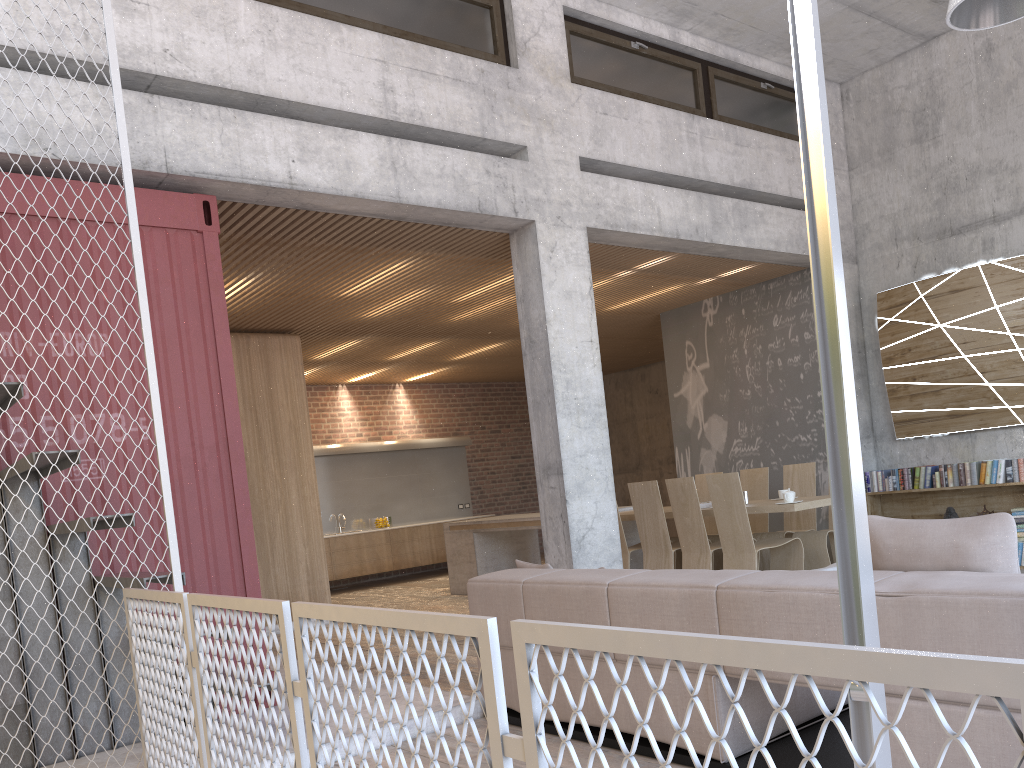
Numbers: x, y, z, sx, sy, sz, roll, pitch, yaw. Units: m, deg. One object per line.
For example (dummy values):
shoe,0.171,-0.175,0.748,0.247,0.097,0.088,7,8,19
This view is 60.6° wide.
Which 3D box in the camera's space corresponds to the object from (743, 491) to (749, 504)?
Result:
object,2.114,1.028,7.943,0.052,0.112,0.052,-6,0,7

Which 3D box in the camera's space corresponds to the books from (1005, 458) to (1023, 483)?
books,4.675,0.799,8.100,0.153,0.221,0.157,-6,-1,-38

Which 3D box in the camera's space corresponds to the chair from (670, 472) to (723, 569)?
chair,1.927,1.553,9.203,0.716,1.194,0.351,-6,0,-44

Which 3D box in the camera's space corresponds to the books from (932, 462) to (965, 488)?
books,4.310,0.896,8.618,0.208,0.220,0.281,-4,-4,-40

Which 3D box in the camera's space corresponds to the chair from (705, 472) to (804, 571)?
chair,2.074,1.319,7.398,0.716,1.194,0.351,-6,1,-34

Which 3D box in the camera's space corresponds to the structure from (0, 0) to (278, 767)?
structure,-1.993,-0.319,2.603,3.014,4.311,3.720,-5,-2,-38

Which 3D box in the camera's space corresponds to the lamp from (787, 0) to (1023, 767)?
lamp,1.392,-0.268,2.965,0.761,3.423,2.610,-5,0,40

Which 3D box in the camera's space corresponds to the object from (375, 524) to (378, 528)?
object,-2.111,2.224,13.736,0.060,0.057,0.052,-6,-2,-1

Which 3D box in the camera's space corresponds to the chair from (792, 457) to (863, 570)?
chair,2.923,1.304,8.056,0.716,1.194,0.351,-6,1,-38

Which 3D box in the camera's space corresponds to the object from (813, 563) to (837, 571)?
object,2.424,1.408,5.797,1.589,0.502,1.055,-4,-6,-19

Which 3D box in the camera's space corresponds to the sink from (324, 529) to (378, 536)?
sink,-2.475,2.363,13.428,0.725,0.191,0.529,-1,-8,-38

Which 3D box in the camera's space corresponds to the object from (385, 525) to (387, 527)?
object,-1.992,2.222,13.754,0.051,0.055,0.061,-8,-4,43

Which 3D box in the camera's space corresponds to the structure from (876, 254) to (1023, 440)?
structure,4.875,-0.454,7.702,0.356,1.530,3.453,-7,-4,-38

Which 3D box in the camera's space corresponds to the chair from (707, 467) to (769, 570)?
chair,2.282,1.470,8.839,0.716,1.194,0.351,-6,1,-38

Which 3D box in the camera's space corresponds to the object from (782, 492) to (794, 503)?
object,2.295,0.944,7.264,0.093,0.088,0.117,-7,-4,6

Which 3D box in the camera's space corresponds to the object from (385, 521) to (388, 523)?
object,-1.965,2.165,13.742,0.053,0.054,0.061,-9,-4,43

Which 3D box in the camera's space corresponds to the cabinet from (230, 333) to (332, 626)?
cabinet,-3.870,1.305,10.731,1.505,3.124,3.797,-6,-3,-38

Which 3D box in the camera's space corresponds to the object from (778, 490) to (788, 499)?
object,2.516,1.026,8.122,0.093,0.088,0.117,-7,-4,16

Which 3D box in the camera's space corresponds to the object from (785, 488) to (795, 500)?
object,2.481,0.989,7.844,0.090,0.111,0.122,-8,-3,43

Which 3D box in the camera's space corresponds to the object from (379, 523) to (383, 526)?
object,-2.041,2.184,13.645,0.060,0.054,0.053,-5,-3,-26

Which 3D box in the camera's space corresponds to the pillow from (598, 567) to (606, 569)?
pillow,0.441,1.135,4.642,0.185,0.358,0.374,-6,-2,-38

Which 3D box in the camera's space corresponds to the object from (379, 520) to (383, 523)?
object,-2.047,2.141,13.670,0.061,0.052,0.053,-7,-3,10

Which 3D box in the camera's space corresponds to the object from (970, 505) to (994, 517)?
object,4.576,1.442,8.454,0.345,0.569,0.195,-6,1,12

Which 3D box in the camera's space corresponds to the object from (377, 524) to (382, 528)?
object,-2.065,2.220,13.695,0.064,0.063,0.073,-7,-3,17

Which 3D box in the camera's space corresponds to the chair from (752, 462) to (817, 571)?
chair,2.654,1.386,8.487,0.716,1.194,0.351,-6,0,-42

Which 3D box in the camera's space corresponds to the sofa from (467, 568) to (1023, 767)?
sofa,1.869,1.188,4.577,2.993,0.783,3.033,-2,-8,-38

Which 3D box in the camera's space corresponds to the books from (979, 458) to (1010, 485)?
books,4.554,0.824,8.258,0.188,0.228,0.252,-5,-3,-38

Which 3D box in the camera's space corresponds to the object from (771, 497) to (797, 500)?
object,2.522,1.063,8.114,0.184,0.014,0.187,-2,-8,-35

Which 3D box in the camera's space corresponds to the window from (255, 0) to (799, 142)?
window,-0.111,-2.654,6.614,8.386,0.608,0.114,-1,-2,-38

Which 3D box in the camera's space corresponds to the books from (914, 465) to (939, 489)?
books,4.167,0.935,8.819,0.188,0.228,0.201,-5,-2,-38

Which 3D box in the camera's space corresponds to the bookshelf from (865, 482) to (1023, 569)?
bookshelf,5.492,1.110,7.222,0.301,0.800,5.386,-7,-5,-38

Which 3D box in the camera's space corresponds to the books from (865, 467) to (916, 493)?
books,3.940,0.995,9.093,0.213,0.220,0.495,-4,-5,-38

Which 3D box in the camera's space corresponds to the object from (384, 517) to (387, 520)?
object,-1.980,2.120,13.759,0.050,0.060,0.059,-6,-3,-3

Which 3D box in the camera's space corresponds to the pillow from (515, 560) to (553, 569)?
pillow,0.182,1.164,4.940,0.186,0.366,0.366,-6,-2,-33

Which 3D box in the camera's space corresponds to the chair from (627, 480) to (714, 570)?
chair,1.520,1.483,8.248,0.716,1.194,0.351,-6,0,-41

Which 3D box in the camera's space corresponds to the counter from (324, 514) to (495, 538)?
counter,-2.082,2.284,13.778,4.053,0.020,0.661,-1,-9,-38

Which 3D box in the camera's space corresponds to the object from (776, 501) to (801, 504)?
object,2.300,0.987,7.279,0.187,0.014,0.184,-12,-9,38

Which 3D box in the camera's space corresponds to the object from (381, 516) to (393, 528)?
object,-2.010,2.211,14.020,0.189,0.170,0.192,-5,-3,-27

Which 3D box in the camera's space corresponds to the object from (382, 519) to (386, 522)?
object,-1.996,2.127,13.694,0.052,0.053,0.063,-7,-3,10

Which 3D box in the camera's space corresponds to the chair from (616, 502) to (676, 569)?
chair,1.217,1.566,8.654,0.716,1.194,0.351,-6,1,-33

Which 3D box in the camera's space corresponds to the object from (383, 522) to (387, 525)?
object,-1.990,2.177,13.690,0.061,0.055,0.051,-5,-3,-24

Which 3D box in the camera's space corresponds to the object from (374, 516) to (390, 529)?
object,-2.038,2.165,13.738,0.188,0.174,0.209,-4,-4,-38

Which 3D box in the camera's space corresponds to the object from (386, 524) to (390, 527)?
object,-1.940,2.211,13.726,0.053,0.052,0.062,-8,-4,36

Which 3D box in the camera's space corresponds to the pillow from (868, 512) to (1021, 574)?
pillow,1.571,0.736,3.179,0.219,0.556,0.569,-7,-2,-36

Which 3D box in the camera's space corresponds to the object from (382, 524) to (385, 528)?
object,-2.011,2.213,13.676,0.051,0.053,0.064,-7,-3,5

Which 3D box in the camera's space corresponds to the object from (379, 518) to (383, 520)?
object,-2.053,2.123,13.737,0.051,0.053,0.063,-6,-3,-2

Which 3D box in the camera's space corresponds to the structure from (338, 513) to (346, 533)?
structure,-2.598,2.238,13.609,0.114,0.476,0.250,-7,0,-38

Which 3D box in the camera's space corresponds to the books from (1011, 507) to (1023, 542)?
books,4.738,1.311,8.187,0.217,0.323,0.254,-6,-2,-36

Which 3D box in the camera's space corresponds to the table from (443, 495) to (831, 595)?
table,1.141,1.809,9.455,1.005,0.919,5.250,-4,-7,-38

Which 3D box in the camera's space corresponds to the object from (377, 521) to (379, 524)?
object,-2.085,2.172,13.706,0.062,0.053,0.052,-4,-3,-31

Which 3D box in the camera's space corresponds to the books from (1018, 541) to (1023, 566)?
books,4.757,1.573,8.163,0.188,0.228,0.201,-5,-2,-38

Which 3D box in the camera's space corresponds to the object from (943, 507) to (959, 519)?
object,4.301,1.315,8.592,0.134,0.229,0.146,-6,-1,-41

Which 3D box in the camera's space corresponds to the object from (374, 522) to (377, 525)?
object,-2.129,2.180,13.750,0.053,0.051,0.063,-5,-4,-34

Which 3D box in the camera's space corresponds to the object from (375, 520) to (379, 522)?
object,-2.108,2.130,13.715,0.063,0.051,0.053,-10,-4,44

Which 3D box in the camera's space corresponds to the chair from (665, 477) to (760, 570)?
chair,1.815,1.401,7.837,0.716,1.194,0.351,-6,1,-33

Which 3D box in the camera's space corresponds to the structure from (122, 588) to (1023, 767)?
structure,-1.027,1.004,1.481,1.914,0.931,4.481,-2,-8,-38

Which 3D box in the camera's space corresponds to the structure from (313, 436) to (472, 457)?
structure,-2.362,1.018,13.916,4.053,0.157,0.210,-1,-6,-38

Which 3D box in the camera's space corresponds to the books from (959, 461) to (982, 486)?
books,4.422,0.860,8.431,0.188,0.220,0.157,-5,-2,-38

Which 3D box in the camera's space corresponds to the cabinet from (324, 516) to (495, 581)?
cabinet,-2.252,1.951,13.935,4.090,2.071,1.085,-2,-3,-38
